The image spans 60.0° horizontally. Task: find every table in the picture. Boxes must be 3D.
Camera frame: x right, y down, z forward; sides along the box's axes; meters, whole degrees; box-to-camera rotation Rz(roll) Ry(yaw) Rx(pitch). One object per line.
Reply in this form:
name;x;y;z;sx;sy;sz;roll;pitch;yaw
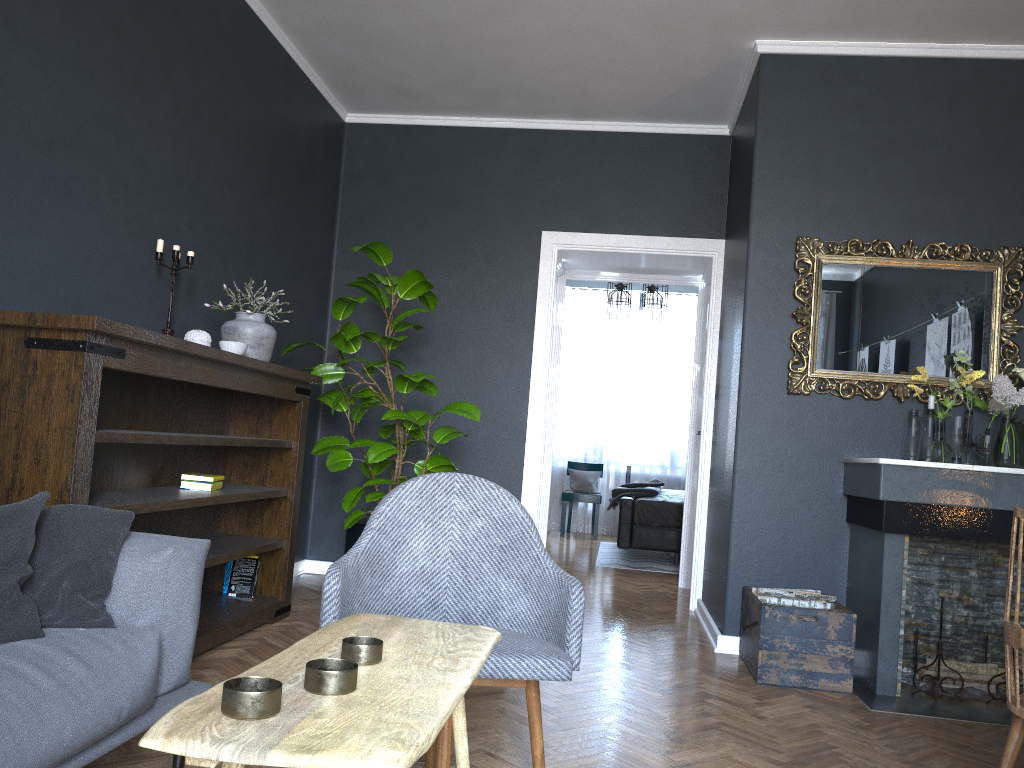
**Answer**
table;1.838;0.800;1.684;1.126;0.727;1.606;4;-4;7
table;-0.239;0.701;1.341;0.339;0.549;0.788;4;-4;7

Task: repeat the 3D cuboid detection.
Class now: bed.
bed;2.071;1.062;8.069;2.375;1.161;2.268;4;-4;7

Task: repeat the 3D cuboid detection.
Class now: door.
door;0.160;0.249;6.060;0.162;2.185;0.858;4;-3;7
door;1.333;0.331;5.914;0.162;2.185;0.858;4;-3;7

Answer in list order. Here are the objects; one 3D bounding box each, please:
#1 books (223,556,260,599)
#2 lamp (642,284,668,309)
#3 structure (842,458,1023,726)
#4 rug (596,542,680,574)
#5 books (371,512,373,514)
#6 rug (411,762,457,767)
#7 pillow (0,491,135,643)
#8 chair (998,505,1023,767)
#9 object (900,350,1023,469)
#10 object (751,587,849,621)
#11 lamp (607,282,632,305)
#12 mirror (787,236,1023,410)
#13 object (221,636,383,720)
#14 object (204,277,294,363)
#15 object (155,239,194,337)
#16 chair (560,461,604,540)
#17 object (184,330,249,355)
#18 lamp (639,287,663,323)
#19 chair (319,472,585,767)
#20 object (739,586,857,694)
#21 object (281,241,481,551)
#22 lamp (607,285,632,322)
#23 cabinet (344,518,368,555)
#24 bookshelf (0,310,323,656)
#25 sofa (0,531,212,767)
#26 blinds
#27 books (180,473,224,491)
books;-1.284;0.918;4.223;0.179;0.193;0.123;4;-4;10
lamp;1.281;-1.063;7.821;0.210;0.769;0.210;3;-4;21
structure;1.984;0.843;3.764;1.065;0.980;0.835;4;-4;7
rug;1.513;1.601;8.067;1.458;0.013;2.047;4;-4;7
books;-0.741;0.804;5.373;0.214;0.066;0.162;4;-4;3
rug;-0.074;0.996;1.438;1.003;0.013;2.013;4;-4;7
pillow;-1.203;0.360;1.897;0.442;0.361;0.798;3;-4;25
chair;1.351;0.728;2.065;0.384;0.856;0.456;5;-3;-8
object;2.175;0.104;3.952;0.727;0.546;0.475;4;-4;10
object;1.254;1.038;3.921;0.370;0.246;0.533;4;-4;7
lamp;1.005;-1.094;8.149;0.210;0.713;0.210;3;-4;21
mirror;1.872;-0.300;4.225;1.056;0.783;0.067;4;-3;7
object;-0.260;0.401;1.227;0.103;0.033;0.369;3;-4;18
object;-1.185;-0.289;3.996;0.386;0.412;0.275;5;-4;-15
object;-1.370;-0.351;3.526;0.145;0.437;0.130;1;-5;43
chair;0.769;1.257;9.685;0.435;0.798;0.593;4;-4;7
object;-1.218;-0.162;3.652;0.255;0.103;0.118;7;-4;-28
lamp;1.396;-0.995;8.799;0.210;0.746;0.210;3;-4;21
chair;-0.174;0.640;2.278;0.645;0.810;0.495;5;-4;-15
object;1.244;1.113;3.916;0.383;0.326;0.553;4;-4;7
object;-0.712;0.231;4.645;1.118;1.897;0.764;4;-3;1
lamp;1.050;-1.013;8.531;0.210;0.803;0.210;3;-4;21
cabinet;-0.622;1.038;5.310;0.650;0.390;0.457;4;-4;7
bookshelf;-1.317;0.455;3.425;0.451;1.171;1.921;4;-4;7
sofa;-1.344;0.483;1.276;0.970;0.797;2.343;4;-4;7
blinds;1.448;0.334;10.081;3.992;2.786;0.313;4;-3;7
books;-1.304;0.444;3.785;0.174;0.113;0.197;5;-4;-4
